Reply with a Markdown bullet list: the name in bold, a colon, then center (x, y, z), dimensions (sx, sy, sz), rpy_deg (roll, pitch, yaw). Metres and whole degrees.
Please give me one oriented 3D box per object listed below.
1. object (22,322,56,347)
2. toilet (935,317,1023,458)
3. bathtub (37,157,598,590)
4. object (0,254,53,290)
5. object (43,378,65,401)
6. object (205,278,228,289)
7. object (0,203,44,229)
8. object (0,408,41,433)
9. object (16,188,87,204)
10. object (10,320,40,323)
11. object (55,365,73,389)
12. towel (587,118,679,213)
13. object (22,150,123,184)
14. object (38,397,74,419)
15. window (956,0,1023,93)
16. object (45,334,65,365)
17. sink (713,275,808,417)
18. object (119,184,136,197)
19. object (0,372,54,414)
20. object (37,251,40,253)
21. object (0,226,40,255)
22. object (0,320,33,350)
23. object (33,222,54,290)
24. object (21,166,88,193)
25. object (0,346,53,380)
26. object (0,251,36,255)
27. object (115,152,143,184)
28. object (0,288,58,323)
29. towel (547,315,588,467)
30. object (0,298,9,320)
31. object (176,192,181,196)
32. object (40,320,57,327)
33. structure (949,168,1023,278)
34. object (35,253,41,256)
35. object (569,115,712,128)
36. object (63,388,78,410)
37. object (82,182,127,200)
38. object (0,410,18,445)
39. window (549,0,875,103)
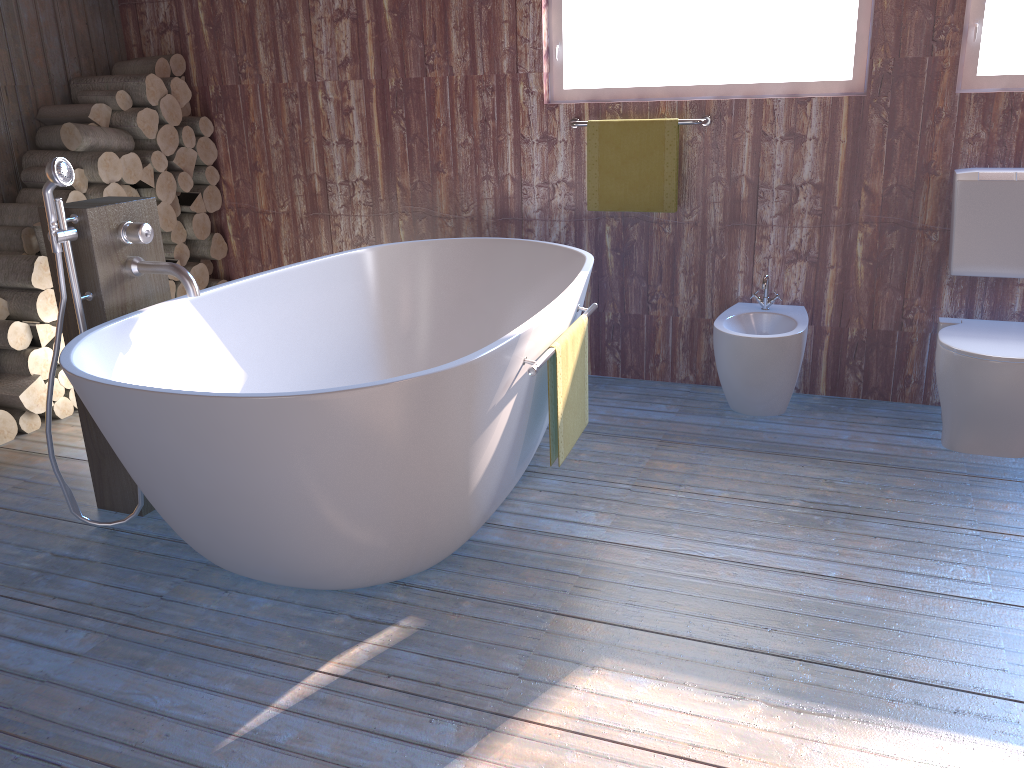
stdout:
- **object**: center (-2.061, -0.220, 3.638), dimensions (0.421, 0.104, 0.106), rpy_deg (5, 20, 19)
- **toilet**: center (1.641, 0.026, 3.036), dimensions (0.375, 0.400, 0.534), rpy_deg (6, 20, 22)
- **bathtub**: center (-0.383, -0.178, 2.749), dimensions (1.460, 1.109, 1.935), rpy_deg (15, 25, 41)
- **object**: center (-2.072, -0.460, 3.604), dimensions (0.455, 0.137, 0.139), rpy_deg (5, 20, 19)
- **object**: center (-2.066, 0.006, 3.679), dimensions (0.437, 0.100, 0.098), rpy_deg (5, 20, 19)
- **object**: center (-1.672, -0.491, 4.623), dimensions (0.439, 0.152, 0.147), rpy_deg (6, 20, 21)
- **object**: center (-2.041, -0.700, 3.715), dimensions (0.301, 0.113, 0.114), rpy_deg (5, 20, 19)
- **object**: center (-2.112, 0.134, 3.582), dimensions (0.437, 0.100, 0.098), rpy_deg (5, 20, 19)
- **object**: center (-1.959, -0.771, 3.775), dimensions (0.291, 0.123, 0.115), rpy_deg (6, 20, 22)
- **object**: center (-2.134, -0.269, 3.743), dimensions (0.278, 0.085, 0.086), rpy_deg (5, 20, 19)
- **object**: center (-2.039, -0.043, 3.736), dimensions (0.437, 0.100, 0.098), rpy_deg (5, 20, 19)
- **towel**: center (0.481, -0.872, 3.555), dimensions (0.370, 0.361, 0.032), rpy_deg (5, 20, 21)
- **object**: center (-1.918, -0.949, 3.867), dimensions (0.439, 0.145, 0.135), rpy_deg (6, 20, 21)
- **object**: center (-0.214, -0.929, 1.569), dimensions (5.569, 3.264, 0.258), rpy_deg (14, 25, 40)
- **window**: center (2.167, -1.270, 2.878), dimensions (1.255, 0.587, 0.054), rpy_deg (6, 20, 22)
- **object**: center (-2.040, -0.165, 3.726), dimensions (0.437, 0.133, 0.137), rpy_deg (5, 20, 19)
- **sink**: center (0.955, -0.137, 3.405), dimensions (0.335, 0.517, 0.515), rpy_deg (6, 20, 22)
- **object**: center (-1.852, -0.878, 4.043), dimensions (0.280, 0.092, 0.088), rpy_deg (6, 20, 22)
- **object**: center (-2.097, 0.024, 3.570), dimensions (0.483, 0.159, 0.150), rpy_deg (5, 20, 20)
- **object**: center (-1.972, -0.615, 3.799), dimensions (0.440, 0.147, 0.138), rpy_deg (6, 20, 21)
- **object**: center (-2.119, -0.611, 3.724), dimensions (0.302, 0.113, 0.108), rpy_deg (6, 20, 22)
- **object**: center (-2.104, -0.207, 3.544), dimensions (0.370, 0.120, 0.117), rpy_deg (5, 20, 19)
- **object**: center (-1.860, -0.520, 3.636), dimensions (0.109, 0.298, 0.147), rpy_deg (6, 20, 24)
- **object**: center (-1.956, -0.874, 3.799), dimensions (0.282, 0.112, 0.106), rpy_deg (6, 20, 22)
- **object**: center (-2.084, -0.097, 3.623), dimensions (0.437, 0.133, 0.137), rpy_deg (5, 20, 19)
- **object**: center (-2.129, -0.520, 3.713), dimensions (0.280, 0.093, 0.099), rpy_deg (6, 20, 22)
- **object**: center (-1.876, -0.971, 3.972), dimensions (0.440, 0.147, 0.138), rpy_deg (6, 20, 21)
- **object**: center (-2.060, -0.334, 3.636), dimensions (0.437, 0.133, 0.137), rpy_deg (5, 20, 19)
- **towel**: center (0.172, 0.012, 2.639), dimensions (0.032, 0.361, 0.370), rpy_deg (4, 19, 18)
- **object**: center (-2.146, -0.312, 3.566), dimensions (0.242, 0.103, 0.101), rpy_deg (6, 20, 22)
- **object**: center (-1.712, -0.960, 4.360), dimensions (0.177, 0.069, 0.067), rpy_deg (5, 20, 21)
- **object**: center (-1.994, -0.213, 3.835), dimensions (0.437, 0.133, 0.137), rpy_deg (5, 20, 19)
- **structure**: center (1.731, -0.564, 3.108), dimensions (0.358, 0.363, 0.182), rpy_deg (6, 20, 22)
- **object**: center (-2.078, -0.511, 3.808), dimensions (0.291, 0.124, 0.121), rpy_deg (6, 20, 22)
- **object**: center (0.494, -1.041, 3.531), dimensions (0.581, 0.043, 0.091), rpy_deg (6, 20, 22)
- **object**: center (-2.014, 0.035, 3.827), dimensions (0.410, 0.134, 0.132), rpy_deg (5, 20, 19)
- **object**: center (-1.913, -0.815, 3.897), dimensions (0.437, 0.143, 0.141), rpy_deg (5, 20, 19)
- **object**: center (-2.160, 0.150, 3.464), dimensions (0.437, 0.143, 0.141), rpy_deg (5, 20, 19)
- **window**: center (0.738, -1.414, 3.453), dimensions (1.255, 0.587, 0.054), rpy_deg (6, 20, 22)
